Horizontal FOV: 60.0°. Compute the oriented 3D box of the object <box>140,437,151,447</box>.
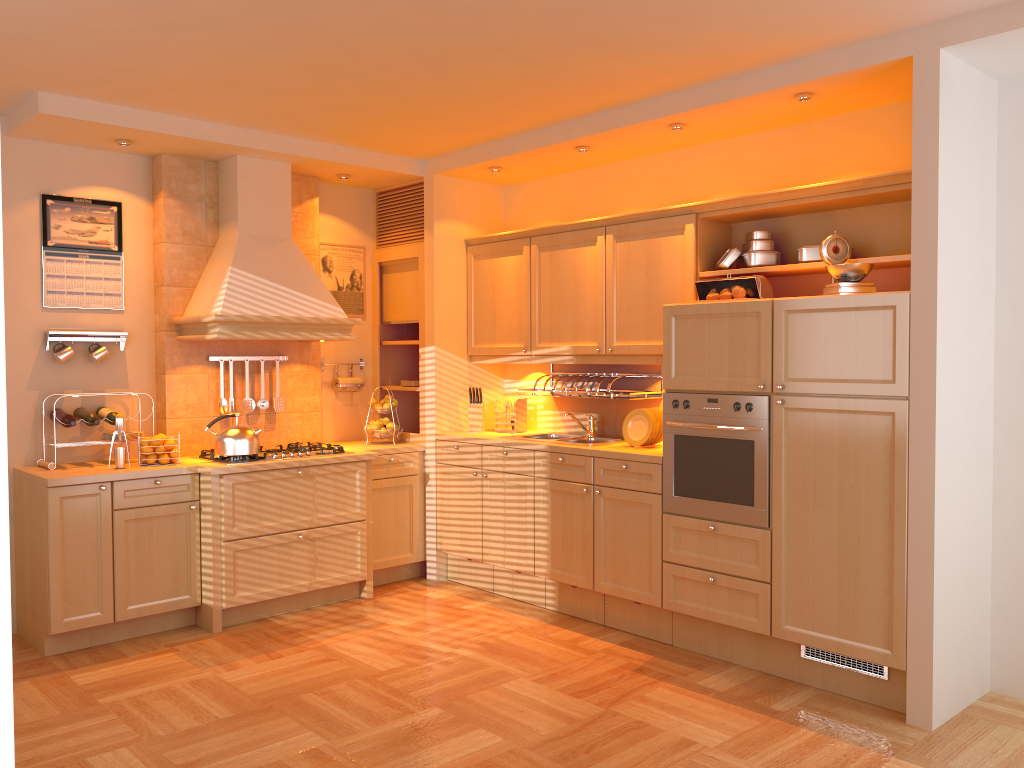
[{"bbox_3d":[-1.942,0.310,4.706,0.057,0.060,0.052,0,2,-5],"label":"object"}]

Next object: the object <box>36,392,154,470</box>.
[{"bbox_3d":[-2.229,0.241,4.790,0.572,0.379,0.221,-2,3,-43],"label":"object"}]

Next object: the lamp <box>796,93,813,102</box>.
[{"bbox_3d":[1.293,-1.268,3.926,0.070,0.021,0.070,0,2,8],"label":"lamp"}]

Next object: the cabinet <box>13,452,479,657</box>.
[{"bbox_3d":[-1.181,0.871,5.212,2.850,0.840,1.141,-2,3,-43],"label":"cabinet"}]

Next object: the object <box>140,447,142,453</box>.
[{"bbox_3d":[-1.986,0.348,4.792,0.053,0.055,0.060,-2,2,-40],"label":"object"}]

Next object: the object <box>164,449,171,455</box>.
[{"bbox_3d":[-1.865,0.362,4.788,0.062,0.053,0.051,0,2,15],"label":"object"}]

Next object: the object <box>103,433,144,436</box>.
[{"bbox_3d":[-2.136,0.280,4.863,0.172,0.011,0.163,0,2,16],"label":"object"}]

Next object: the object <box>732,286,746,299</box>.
[{"bbox_3d":[1.066,-0.427,4.168,0.066,0.064,0.045,0,2,9],"label":"object"}]

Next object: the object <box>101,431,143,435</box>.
[{"bbox_3d":[-2.136,0.273,4.862,0.172,0.011,0.163,0,2,16],"label":"object"}]

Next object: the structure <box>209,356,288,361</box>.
[{"bbox_3d":[-1.580,-0.154,5.343,0.506,0.024,0.009,-2,3,-43],"label":"structure"}]

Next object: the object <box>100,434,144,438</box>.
[{"bbox_3d":[-2.136,0.286,4.863,0.172,0.011,0.163,0,2,16],"label":"object"}]

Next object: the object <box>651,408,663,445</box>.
[{"bbox_3d":[0.758,0.231,4.825,0.049,0.200,0.205,-2,2,-41],"label":"object"}]

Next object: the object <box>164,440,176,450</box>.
[{"bbox_3d":[-1.834,0.327,4.752,0.053,0.052,0.061,0,2,20],"label":"object"}]

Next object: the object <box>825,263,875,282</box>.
[{"bbox_3d":[1.434,-0.464,3.766,0.199,0.075,0.199,0,2,16],"label":"object"}]

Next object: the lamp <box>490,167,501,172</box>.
[{"bbox_3d":[-0.101,-1.311,5.427,0.070,0.021,0.070,0,2,8],"label":"lamp"}]

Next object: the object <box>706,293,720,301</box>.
[{"bbox_3d":[0.969,-0.417,4.259,0.069,0.034,0.066,-1,2,-24],"label":"object"}]

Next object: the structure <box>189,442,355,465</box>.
[{"bbox_3d":[-1.387,0.393,5.159,0.797,0.051,0.494,-2,3,-43],"label":"structure"}]

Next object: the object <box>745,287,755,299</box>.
[{"bbox_3d":[1.129,-0.431,4.231,0.066,0.058,0.065,1,2,39],"label":"object"}]

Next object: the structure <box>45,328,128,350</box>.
[{"bbox_3d":[-2.323,-0.243,4.854,0.405,0.118,0.069,-2,3,-43],"label":"structure"}]

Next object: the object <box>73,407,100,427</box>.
[{"bbox_3d":[-2.266,0.178,4.744,0.076,0.095,0.282,-2,3,-43],"label":"object"}]

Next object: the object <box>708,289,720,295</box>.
[{"bbox_3d":[0.988,-0.435,4.346,0.069,0.064,0.055,-2,2,-38],"label":"object"}]

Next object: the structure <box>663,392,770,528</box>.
[{"bbox_3d":[0.923,0.339,4.117,0.066,0.583,0.576,-2,3,-43],"label":"structure"}]

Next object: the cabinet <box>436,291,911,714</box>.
[{"bbox_3d":[0.740,0.448,4.757,0.625,1.700,3.000,-2,3,-43],"label":"cabinet"}]

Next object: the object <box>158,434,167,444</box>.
[{"bbox_3d":[-1.910,0.300,4.836,0.059,0.060,0.050,0,2,7],"label":"object"}]

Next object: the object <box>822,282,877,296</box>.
[{"bbox_3d":[1.434,-0.400,3.768,0.179,0.053,0.156,-1,2,-8],"label":"object"}]

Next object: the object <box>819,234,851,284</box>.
[{"bbox_3d":[1.416,-0.519,3.885,0.134,0.271,0.039,-1,2,-8],"label":"object"}]

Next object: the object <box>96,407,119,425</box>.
[{"bbox_3d":[-2.181,0.175,4.823,0.076,0.095,0.282,-2,3,-43],"label":"object"}]

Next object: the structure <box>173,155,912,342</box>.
[{"bbox_3d":[0.075,-0.720,4.571,4.091,1.148,1.061,0,2,21],"label":"structure"}]

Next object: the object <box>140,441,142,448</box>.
[{"bbox_3d":[-1.967,0.321,4.753,0.053,0.051,0.063,-2,2,-37],"label":"object"}]

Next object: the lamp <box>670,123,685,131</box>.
[{"bbox_3d":[0.826,-1.283,4.430,0.070,0.021,0.070,0,2,8],"label":"lamp"}]

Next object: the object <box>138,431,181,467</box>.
[{"bbox_3d":[-1.899,0.343,4.772,0.207,0.174,0.189,-1,2,-28],"label":"object"}]

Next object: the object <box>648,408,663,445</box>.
[{"bbox_3d":[0.736,0.232,4.807,0.049,0.200,0.205,-2,2,-41],"label":"object"}]

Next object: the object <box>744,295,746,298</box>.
[{"bbox_3d":[1.075,-0.418,4.208,0.062,0.036,0.065,-2,2,-40],"label":"object"}]

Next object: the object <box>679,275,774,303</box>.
[{"bbox_3d":[1.049,-0.450,4.276,0.280,0.123,0.400,-2,3,-42],"label":"object"}]

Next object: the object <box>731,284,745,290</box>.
[{"bbox_3d":[1.078,-0.455,4.229,0.061,0.047,0.063,0,2,5],"label":"object"}]

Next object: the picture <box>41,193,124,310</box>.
[{"bbox_3d":[-2.347,-0.717,4.860,0.417,0.605,0.009,-2,3,-43],"label":"picture"}]

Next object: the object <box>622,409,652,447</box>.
[{"bbox_3d":[0.672,0.234,4.754,0.049,0.200,0.205,-2,2,-41],"label":"object"}]

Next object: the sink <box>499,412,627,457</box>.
[{"bbox_3d":[0.340,0.333,5.201,0.465,0.336,0.746,-2,3,-43],"label":"sink"}]

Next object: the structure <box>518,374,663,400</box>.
[{"bbox_3d":[0.450,0.011,5.294,0.300,0.126,0.900,-2,3,-43],"label":"structure"}]

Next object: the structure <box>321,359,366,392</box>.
[{"bbox_3d":[-1.105,-0.057,5.947,0.320,0.220,0.126,-2,3,-43],"label":"structure"}]

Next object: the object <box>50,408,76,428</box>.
[{"bbox_3d":[-2.351,0.181,4.665,0.076,0.095,0.282,-2,3,-43],"label":"object"}]

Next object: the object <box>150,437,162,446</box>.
[{"bbox_3d":[-1.889,0.306,4.702,0.063,0.051,0.053,-2,2,-35],"label":"object"}]

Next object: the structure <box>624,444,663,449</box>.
[{"bbox_3d":[0.713,0.334,4.788,0.219,0.010,0.084,-2,2,-40],"label":"structure"}]

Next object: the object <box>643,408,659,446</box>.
[{"bbox_3d":[0.715,0.232,4.789,0.049,0.200,0.205,-2,2,-41],"label":"object"}]

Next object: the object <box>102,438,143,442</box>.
[{"bbox_3d":[-2.135,0.306,4.863,0.172,0.011,0.163,0,2,16],"label":"object"}]

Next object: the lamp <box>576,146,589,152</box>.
[{"bbox_3d":[0.391,-1.296,4.902,0.070,0.021,0.070,0,2,-3],"label":"lamp"}]

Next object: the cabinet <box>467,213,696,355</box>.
[{"bbox_3d":[0.436,-0.530,5.265,0.332,0.712,1.792,-2,3,-43],"label":"cabinet"}]

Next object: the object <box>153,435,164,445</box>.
[{"bbox_3d":[-1.901,0.301,4.760,0.063,0.053,0.051,0,2,9],"label":"object"}]

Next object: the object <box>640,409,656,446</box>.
[{"bbox_3d":[0.693,0.233,4.772,0.049,0.200,0.205,-2,2,-41],"label":"object"}]

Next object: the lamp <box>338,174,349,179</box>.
[{"bbox_3d":[-1.068,-1.314,5.627,0.070,0.021,0.070,1,2,30],"label":"lamp"}]

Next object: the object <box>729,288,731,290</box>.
[{"bbox_3d":[1.070,-0.434,4.287,0.061,0.063,0.066,-2,2,-36],"label":"object"}]

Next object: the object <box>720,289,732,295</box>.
[{"bbox_3d":[1.031,-0.429,4.256,0.065,0.056,0.056,1,2,32],"label":"object"}]

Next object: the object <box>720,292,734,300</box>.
[{"bbox_3d":[1.017,-0.417,4.199,0.062,0.036,0.065,-1,2,-30],"label":"object"}]

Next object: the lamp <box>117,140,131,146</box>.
[{"bbox_3d":[-2.061,-1.279,4.710,0.070,0.021,0.070,1,2,30],"label":"lamp"}]

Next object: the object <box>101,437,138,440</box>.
[{"bbox_3d":[-2.136,0.300,4.863,0.172,0.011,0.163,0,2,16],"label":"object"}]

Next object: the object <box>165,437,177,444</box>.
[{"bbox_3d":[-1.849,0.314,4.808,0.063,0.053,0.051,0,2,20],"label":"object"}]

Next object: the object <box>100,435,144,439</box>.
[{"bbox_3d":[-2.136,0.293,4.863,0.172,0.011,0.163,0,2,16],"label":"object"}]

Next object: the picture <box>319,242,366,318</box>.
[{"bbox_3d":[-1.143,-0.696,5.975,0.366,0.491,0.007,-2,3,-43],"label":"picture"}]
